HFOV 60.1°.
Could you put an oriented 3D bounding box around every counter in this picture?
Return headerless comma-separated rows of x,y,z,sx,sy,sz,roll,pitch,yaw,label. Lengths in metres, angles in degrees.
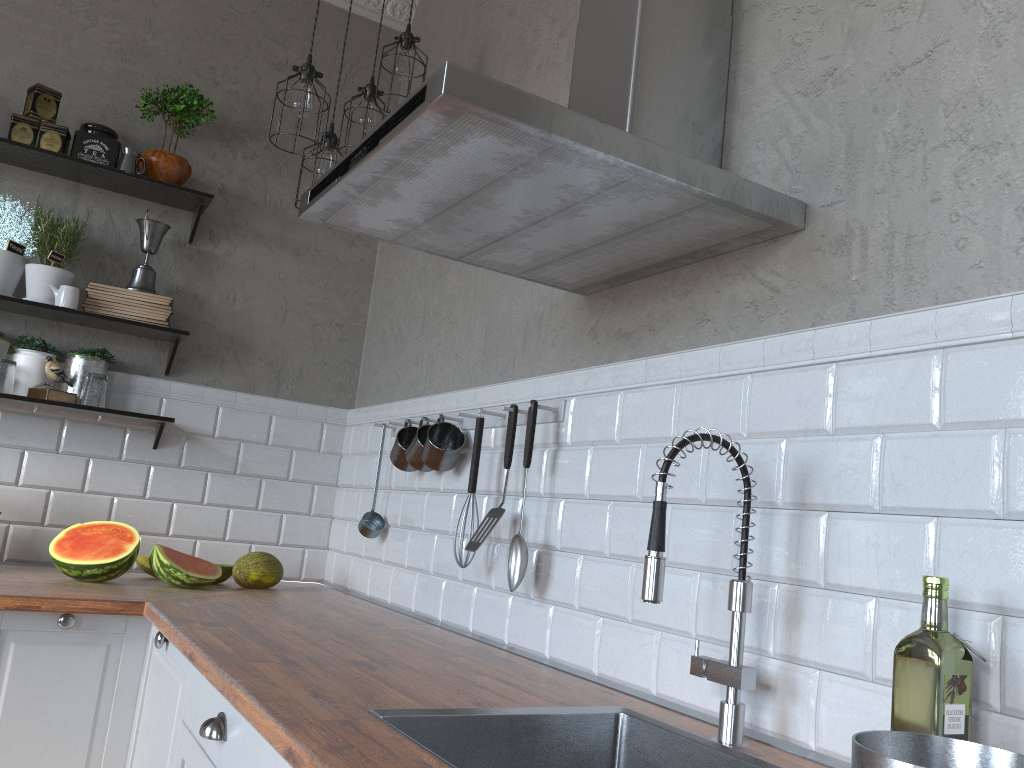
-1.238,0.361,1.160,3.219,0.039,3.326,11,-10,-29,counter

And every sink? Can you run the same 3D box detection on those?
0.143,0.395,1.238,0.538,0.721,0.477,12,-11,-29,sink

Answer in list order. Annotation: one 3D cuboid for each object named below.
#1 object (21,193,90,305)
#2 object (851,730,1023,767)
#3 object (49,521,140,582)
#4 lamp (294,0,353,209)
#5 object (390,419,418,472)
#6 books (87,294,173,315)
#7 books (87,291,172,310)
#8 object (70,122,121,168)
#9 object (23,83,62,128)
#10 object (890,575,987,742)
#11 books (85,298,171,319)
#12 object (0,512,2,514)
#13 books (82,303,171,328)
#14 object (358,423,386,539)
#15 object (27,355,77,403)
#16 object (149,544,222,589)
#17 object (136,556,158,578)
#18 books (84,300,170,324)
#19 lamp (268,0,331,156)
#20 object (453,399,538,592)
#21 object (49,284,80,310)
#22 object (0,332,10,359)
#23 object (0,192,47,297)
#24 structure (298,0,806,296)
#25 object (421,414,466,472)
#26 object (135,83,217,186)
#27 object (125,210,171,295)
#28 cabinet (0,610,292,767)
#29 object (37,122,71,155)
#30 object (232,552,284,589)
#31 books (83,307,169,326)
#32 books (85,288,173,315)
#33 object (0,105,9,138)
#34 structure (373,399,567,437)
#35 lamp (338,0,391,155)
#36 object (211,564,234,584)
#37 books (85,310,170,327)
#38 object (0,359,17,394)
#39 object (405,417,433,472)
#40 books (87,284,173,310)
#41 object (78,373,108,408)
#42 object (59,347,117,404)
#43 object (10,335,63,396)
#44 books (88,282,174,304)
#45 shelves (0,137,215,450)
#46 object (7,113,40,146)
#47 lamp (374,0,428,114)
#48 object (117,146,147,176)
-1.498,-0.432,2.887,0.167,0.380,0.186,3,-10,21,object
0.458,0.367,0.786,0.303,0.134,0.175,6,-9,4,object
-1.214,0.487,2.575,0.237,0.174,0.216,8,-9,-8,object
-0.493,-1.386,2.853,0.144,1.736,0.149,1,-11,32,lamp
-0.307,0.187,2.701,0.110,0.162,0.135,9,-10,-17,object
-1.304,-0.259,3.020,0.265,0.011,0.155,11,-10,-27,books
-1.303,-0.270,3.021,0.265,0.011,0.155,10,-10,-24,books
-1.420,-0.790,3.017,0.144,0.174,0.139,12,-11,-29,object
-1.535,-0.906,2.892,0.081,0.113,0.084,-1,-12,40,object
0.525,0.379,1.078,0.091,0.282,0.080,12,-11,-29,object
-1.305,-0.248,3.018,0.265,0.011,0.155,10,-10,-24,books
-1.562,0.431,2.585,0.061,0.120,0.125,7,-9,-5,object
-1.308,-0.227,3.014,0.264,0.016,0.156,9,-9,-17,books
-0.441,0.316,2.907,0.078,0.379,0.081,12,-11,-29,object
-1.460,-0.012,2.843,0.099,0.147,0.120,1,-10,28,object
-0.968,0.551,2.659,0.145,0.127,0.229,-2,-12,43,object
-1.121,0.599,2.874,0.202,0.067,0.101,10,-10,-23,object
-1.306,-0.238,3.016,0.265,0.016,0.155,10,-10,-21,books
-0.526,-1.540,2.695,0.146,1.736,0.147,6,-9,2,lamp
-0.046,0.261,2.133,0.082,0.443,0.323,12,-11,-28,object
-1.426,-0.275,2.842,0.106,0.071,0.062,6,-9,0,object
-1.693,-0.083,2.801,0.153,0.217,0.160,-1,-12,40,object
-1.640,-0.439,2.863,0.247,0.354,0.232,8,-9,-12,object
0.130,-1.089,1.829,0.726,1.597,0.698,12,-11,-29,structure
-0.190,0.164,2.479,0.109,0.162,0.135,8,-9,-12,object
-1.182,-0.863,3.113,0.262,0.397,0.240,7,-9,-5,object
-1.258,-0.443,3.060,0.128,0.288,0.133,-3,-13,45,object
-0.964,0.855,1.447,4.149,0.855,2.008,4,-9,16,cabinet
-1.505,-0.786,2.908,0.084,0.113,0.081,10,-10,-19,object
-0.825,0.606,2.883,0.130,0.119,0.207,2,-10,23,object
-1.309,-0.217,3.012,0.265,0.011,0.155,10,-10,-24,books
-1.301,-0.280,3.023,0.264,0.016,0.156,9,-9,-17,books
-1.731,-0.865,2.901,0.138,0.220,0.142,3,-10,20,object
-0.172,0.101,2.524,0.096,0.053,1.065,11,-10,-29,structure
-0.398,-1.601,3.053,0.145,1.736,0.148,5,-10,12,lamp
-0.971,0.609,2.852,0.118,0.073,0.203,2,-10,24,object
-1.310,-0.205,3.011,0.265,0.011,0.155,11,-10,-27,books
-1.596,-0.022,2.771,0.079,0.108,0.076,13,-11,-35,object
-0.244,0.177,2.592,0.110,0.162,0.134,11,-10,-27,object
-1.300,-0.291,3.025,0.265,0.016,0.155,10,-10,-21,books
-1.358,0.022,2.880,0.079,0.108,0.076,13,-11,-35,object
-1.424,-0.020,2.976,0.161,0.213,0.150,12,-11,-31,object
-1.563,-0.051,2.886,0.173,0.214,0.147,6,-9,0,object
-1.299,-0.301,3.026,0.265,0.011,0.155,10,-10,-24,books
-1.713,-0.310,2.772,1.340,0.924,0.224,12,-11,-30,shelves
-1.583,-0.801,2.867,0.084,0.113,0.081,12,-11,-29,object
-0.265,-1.733,2.950,0.144,1.736,0.149,1,-11,32,lamp
-1.279,-0.741,2.983,0.095,0.096,0.073,11,-10,-29,object
